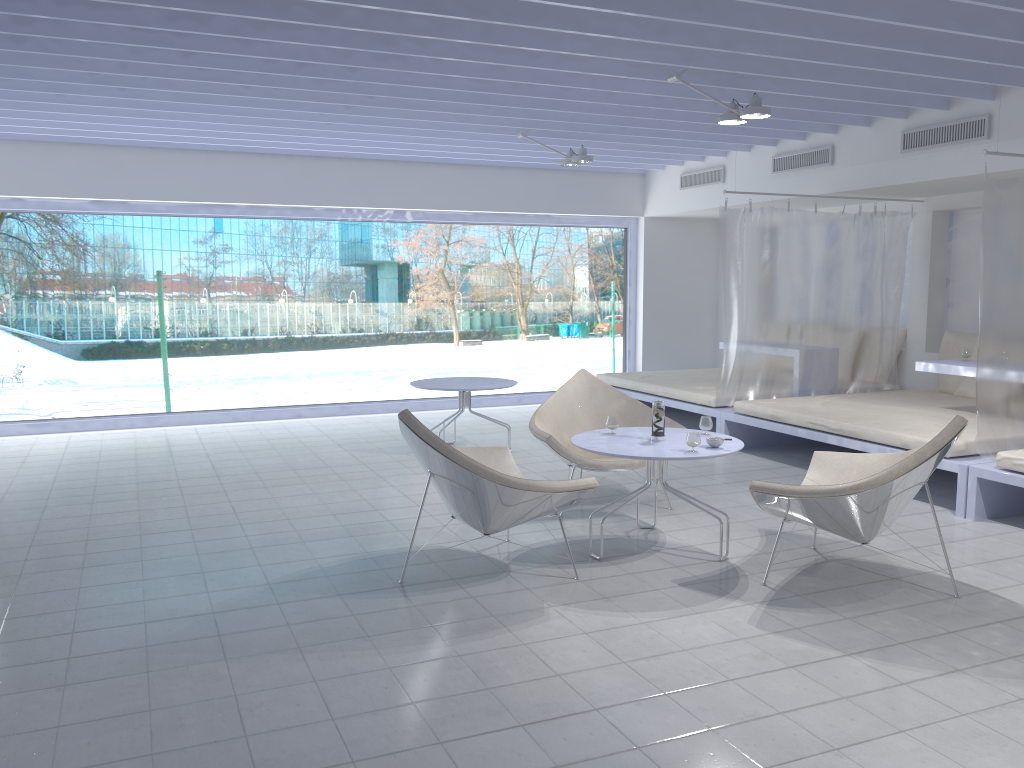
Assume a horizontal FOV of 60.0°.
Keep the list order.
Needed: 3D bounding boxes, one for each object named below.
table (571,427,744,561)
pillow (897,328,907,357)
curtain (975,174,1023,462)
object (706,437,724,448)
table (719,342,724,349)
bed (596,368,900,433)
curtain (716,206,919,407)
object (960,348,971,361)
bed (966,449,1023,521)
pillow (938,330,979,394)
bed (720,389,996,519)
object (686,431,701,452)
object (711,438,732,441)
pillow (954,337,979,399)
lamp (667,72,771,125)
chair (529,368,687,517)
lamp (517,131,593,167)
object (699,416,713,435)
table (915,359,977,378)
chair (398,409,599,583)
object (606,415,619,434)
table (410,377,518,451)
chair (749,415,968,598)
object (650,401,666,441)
[{"bbox_3d":[0.697,0.539,4.315,0.825,0.534,0.823,-4,8,-32],"label":"table"},{"bbox_3d":[3.257,-0.261,7.959,0.231,0.510,0.572,-3,7,-22],"label":"pillow"},{"bbox_3d":[3.398,-0.382,5.139,1.998,1.559,0.125,-3,7,-25],"label":"curtain"},{"bbox_3d":[0.940,0.273,4.106,0.082,0.043,0.082,4,8,35],"label":"object"},{"bbox_3d":[2.306,-0.118,7.763,0.416,0.450,1.065,-3,7,-23],"label":"table"},{"bbox_3d":[2.106,0.139,8.275,2.022,0.422,2.200,-3,7,-23],"label":"bed"},{"bbox_3d":[2.481,-0.632,7.143,2.050,1.552,0.151,-3,7,-23],"label":"curtain"},{"bbox_3d":[3.142,-0.205,6.139,0.068,0.091,0.068,0,7,2],"label":"object"},{"bbox_3d":[3.858,0.600,4.248,2.022,0.422,2.200,-3,7,-23],"label":"bed"},{"bbox_3d":[3.635,-0.161,7.089,0.231,0.510,0.572,-3,7,-24],"label":"pillow"},{"bbox_3d":[2.968,0.368,6.254,2.016,0.427,2.200,-3,7,-23],"label":"bed"},{"bbox_3d":[0.819,0.260,4.006,0.068,0.091,0.068,1,7,5],"label":"object"},{"bbox_3d":[0.963,0.255,4.082,0.098,0.016,0.012,4,8,33],"label":"object"},{"bbox_3d":[3.688,-0.108,6.744,0.307,0.482,0.528,-2,7,-19],"label":"pillow"},{"bbox_3d":[1.160,-1.642,5.080,0.587,0.218,0.380,-3,7,-23],"label":"lamp"},{"bbox_3d":[0.518,0.313,5.293,0.906,0.759,0.753,-2,7,-13],"label":"chair"},{"bbox_3d":[0.323,-1.862,7.004,0.587,0.218,0.380,-3,7,-23],"label":"lamp"},{"bbox_3d":[0.974,0.208,4.453,0.068,0.091,0.068,-4,8,-31],"label":"object"},{"bbox_3d":[3.186,0.113,5.742,0.416,0.450,1.065,-3,7,-23],"label":"table"},{"bbox_3d":[-0.160,0.465,3.983,0.753,0.759,0.906,-4,7,-28],"label":"chair"},{"bbox_3d":[0.507,0.206,4.481,0.068,0.091,0.068,0,7,-1],"label":"object"},{"bbox_3d":[-0.368,0.255,6.807,0.825,0.534,0.823,3,7,23],"label":"table"},{"bbox_3d":[1.548,0.479,3.839,0.753,0.759,0.906,5,8,36],"label":"chair"},{"bbox_3d":[0.711,0.177,4.306,0.075,0.189,0.075,-4,8,-31],"label":"object"}]
